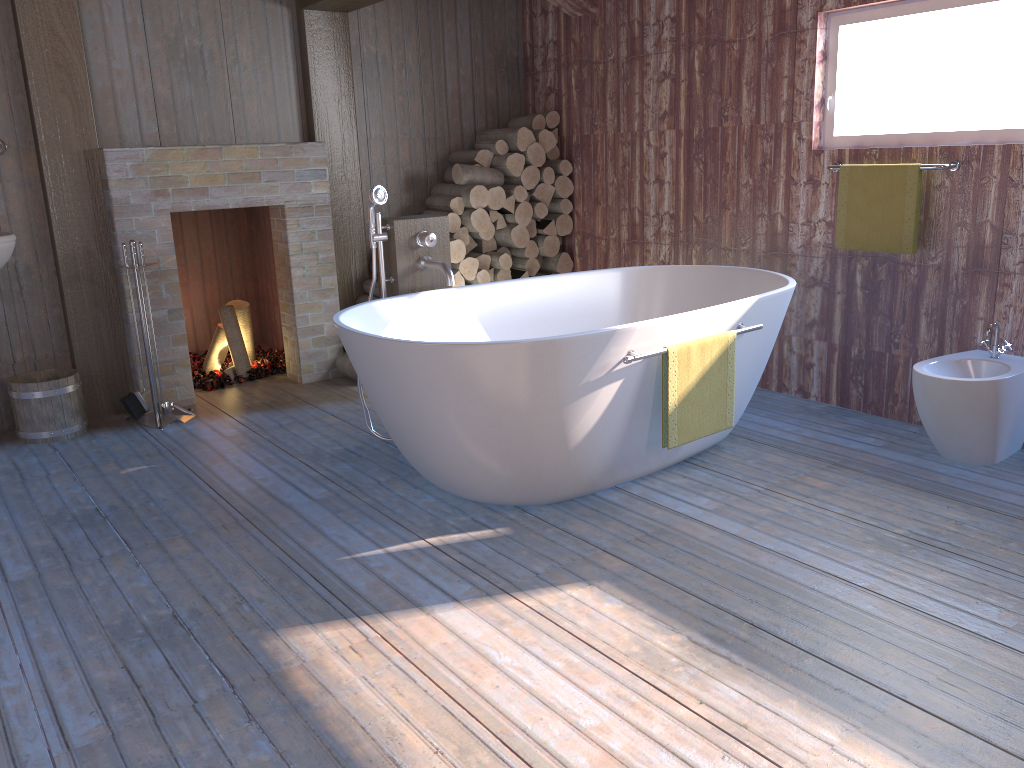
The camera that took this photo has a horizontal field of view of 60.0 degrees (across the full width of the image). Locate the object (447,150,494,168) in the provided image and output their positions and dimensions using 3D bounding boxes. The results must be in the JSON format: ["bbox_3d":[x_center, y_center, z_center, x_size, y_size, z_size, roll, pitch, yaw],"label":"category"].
[{"bbox_3d":[-0.252,-1.350,5.357,0.140,0.121,0.319,-12,17,-32],"label":"object"}]

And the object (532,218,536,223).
[{"bbox_3d":[0.072,-1.011,5.535,0.065,0.069,0.177,-13,18,-34],"label":"object"}]

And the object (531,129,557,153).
[{"bbox_3d":[0.084,-1.493,5.475,0.133,0.142,0.456,-12,17,-33],"label":"object"}]

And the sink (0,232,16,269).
[{"bbox_3d":[-2.452,-0.258,3.913,0.582,1.143,0.475,-13,18,-34],"label":"sink"}]

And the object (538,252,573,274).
[{"bbox_3d":[0.193,-0.795,5.717,0.139,0.137,0.455,-13,18,-35],"label":"object"}]

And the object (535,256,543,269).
[{"bbox_3d":[0.053,-0.787,5.716,0.118,0.106,0.319,-13,18,-36],"label":"object"}]

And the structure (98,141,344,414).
[{"bbox_3d":[-1.498,-0.585,4.715,1.130,1.330,0.226,-12,18,-34],"label":"structure"}]

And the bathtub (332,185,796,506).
[{"bbox_3d":[0.279,-0.238,3.492,1.935,1.109,1.460,-6,15,-13],"label":"bathtub"}]

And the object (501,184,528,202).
[{"bbox_3d":[-0.074,-1.167,5.403,0.102,0.109,0.438,-12,18,-33],"label":"object"}]

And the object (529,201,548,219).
[{"bbox_3d":[0.052,-1.091,5.516,0.102,0.109,0.438,-12,18,-33],"label":"object"}]

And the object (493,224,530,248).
[{"bbox_3d":[-0.083,-0.919,5.458,0.141,0.143,0.437,-13,18,-35],"label":"object"}]

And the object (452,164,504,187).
[{"bbox_3d":[-0.197,-1.212,5.178,0.302,0.157,0.121,-12,17,-33],"label":"object"}]

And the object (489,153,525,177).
[{"bbox_3d":[-0.109,-1.330,5.368,0.139,0.148,0.458,-12,18,-33],"label":"object"}]

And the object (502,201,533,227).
[{"bbox_3d":[-0.053,-1.047,5.451,0.136,0.157,0.439,-12,18,-33],"label":"object"}]

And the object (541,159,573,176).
[{"bbox_3d":[0.203,-1.360,5.567,0.102,0.109,0.438,-12,18,-33],"label":"object"}]

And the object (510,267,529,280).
[{"bbox_3d":[-0.051,-0.678,5.535,0.115,0.112,0.423,-12,18,-33],"label":"object"}]

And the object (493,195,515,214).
[{"bbox_3d":[-0.144,-1.083,5.372,0.109,0.124,0.424,-13,18,-34],"label":"object"}]

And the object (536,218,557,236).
[{"bbox_3d":[0.112,-0.997,5.585,0.115,0.112,0.423,-12,18,-33],"label":"object"}]

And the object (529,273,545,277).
[{"bbox_3d":[0.072,-0.649,5.643,0.138,0.147,0.440,-12,18,-33],"label":"object"}]

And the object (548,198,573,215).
[{"bbox_3d":[0.209,-1.136,5.624,0.102,0.109,0.438,-12,18,-33],"label":"object"}]

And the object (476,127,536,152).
[{"bbox_3d":[-0.045,-1.479,5.381,0.135,0.139,0.456,-12,17,-33],"label":"object"}]

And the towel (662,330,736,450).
[{"bbox_3d":[0.659,0.016,3.108,0.370,0.361,0.032,-14,18,-37],"label":"towel"}]

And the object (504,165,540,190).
[{"bbox_3d":[-0.015,-1.257,5.431,0.143,0.151,0.440,-12,18,-33],"label":"object"}]

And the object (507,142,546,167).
[{"bbox_3d":[0.011,-1.396,5.419,0.141,0.143,0.437,-13,18,-35],"label":"object"}]

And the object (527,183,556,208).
[{"bbox_3d":[0.059,-1.181,5.539,0.172,0.151,0.482,-12,17,-33],"label":"object"}]

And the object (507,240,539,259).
[{"bbox_3d":[0.029,-0.848,5.526,0.114,0.113,0.301,-13,18,-36],"label":"object"}]

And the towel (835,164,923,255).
[{"bbox_3d":[1.534,-0.738,3.726,0.032,0.361,0.370,-12,18,-34],"label":"towel"}]

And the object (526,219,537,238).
[{"bbox_3d":[0.018,-0.973,5.503,0.111,0.118,0.302,-13,18,-34],"label":"object"}]

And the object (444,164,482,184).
[{"bbox_3d":[-0.291,-1.258,5.347,0.113,0.130,0.291,-12,17,-33],"label":"object"}]

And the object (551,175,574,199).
[{"bbox_3d":[0.195,-1.249,5.592,0.147,0.152,0.439,-12,18,-33],"label":"object"}]

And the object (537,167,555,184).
[{"bbox_3d":[0.099,-1.294,5.504,0.089,0.106,0.437,-12,17,-33],"label":"object"}]

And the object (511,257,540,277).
[{"bbox_3d":[0.037,-0.743,5.551,0.116,0.117,0.289,-13,18,-36],"label":"object"}]

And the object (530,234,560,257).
[{"bbox_3d":[0.112,-0.885,5.620,0.137,0.133,0.437,-13,18,-35],"label":"object"}]

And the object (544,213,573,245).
[{"bbox_3d":[0.201,-0.975,5.667,0.137,0.256,0.439,-12,18,-33],"label":"object"}]

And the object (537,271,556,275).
[{"bbox_3d":[0.190,-0.701,5.780,0.114,0.113,0.301,-13,18,-36],"label":"object"}]

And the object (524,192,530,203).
[{"bbox_3d":[-0.001,-1.131,5.443,0.095,0.090,0.278,-12,17,-32],"label":"object"}]

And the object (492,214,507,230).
[{"bbox_3d":[-0.140,-0.998,5.403,0.085,0.096,0.280,-12,17,-33],"label":"object"}]

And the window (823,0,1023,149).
[{"bbox_3d":[1.784,-1.245,3.505,0.054,0.587,1.255,-12,18,-33],"label":"window"}]

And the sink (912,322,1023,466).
[{"bbox_3d":[1.737,0.041,3.351,0.515,0.517,0.335,-12,18,-33],"label":"sink"}]

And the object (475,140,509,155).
[{"bbox_3d":[-0.123,-1.413,5.302,0.094,0.097,0.227,-12,17,-33],"label":"object"}]
